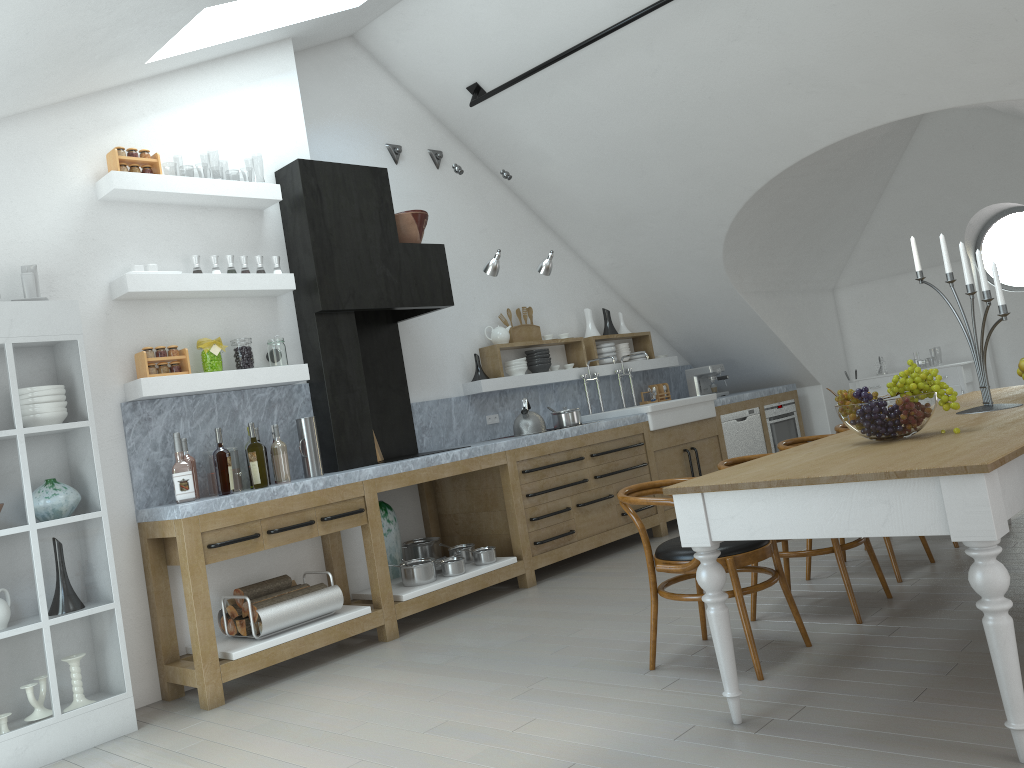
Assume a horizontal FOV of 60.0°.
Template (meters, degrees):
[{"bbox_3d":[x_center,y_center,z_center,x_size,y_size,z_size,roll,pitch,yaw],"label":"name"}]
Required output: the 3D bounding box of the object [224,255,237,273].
[{"bbox_3d":[-1.589,-0.666,5.008,0.063,0.124,0.068,-12,-4,37],"label":"object"}]

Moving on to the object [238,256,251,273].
[{"bbox_3d":[-1.534,-0.673,5.087,0.063,0.124,0.068,-12,-4,37],"label":"object"}]

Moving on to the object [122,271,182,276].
[{"bbox_3d":[-1.902,-0.572,4.692,0.113,0.025,0.295,-12,-3,44],"label":"object"}]

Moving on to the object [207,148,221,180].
[{"bbox_3d":[-1.675,-1.229,4.994,0.063,0.187,0.063,-10,-4,12],"label":"object"}]

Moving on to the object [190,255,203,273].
[{"bbox_3d":[-1.735,-0.646,4.876,0.063,0.124,0.068,-12,-4,37],"label":"object"}]

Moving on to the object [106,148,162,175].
[{"bbox_3d":[-2.015,-1.161,4.733,0.120,0.146,0.237,-12,-4,44],"label":"object"}]

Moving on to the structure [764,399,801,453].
[{"bbox_3d":[2.426,0.529,8.734,0.629,0.638,0.633,-12,-4,44],"label":"structure"}]

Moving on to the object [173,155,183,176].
[{"bbox_3d":[-1.858,-1.190,4.956,0.048,0.170,0.048,-7,-5,-38],"label":"object"}]

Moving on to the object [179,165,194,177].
[{"bbox_3d":[-1.800,-1.159,4.914,0.077,0.085,0.077,-9,-3,-14],"label":"object"}]

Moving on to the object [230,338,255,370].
[{"bbox_3d":[-1.513,-0.165,4.989,0.120,0.183,0.120,-8,-4,-31],"label":"object"}]

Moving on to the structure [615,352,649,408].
[{"bbox_3d":[1.130,-0.008,7.968,0.332,0.531,0.214,-11,-4,24],"label":"structure"}]

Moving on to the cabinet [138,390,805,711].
[{"bbox_3d":[0.399,0.916,6.804,1.000,1.024,6.439,-12,-3,44],"label":"cabinet"}]

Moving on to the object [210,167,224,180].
[{"bbox_3d":[-1.687,-1.182,5.077,0.081,0.105,0.081,-10,-3,12],"label":"object"}]

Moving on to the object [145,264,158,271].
[{"bbox_3d":[-1.907,-0.599,4.694,0.054,0.071,0.054,-12,-4,43],"label":"object"}]

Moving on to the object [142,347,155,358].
[{"bbox_3d":[-1.895,-0.157,4.619,0.059,0.075,0.058,-8,-3,-23],"label":"object"}]

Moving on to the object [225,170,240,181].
[{"bbox_3d":[-1.609,-1.184,5.115,0.077,0.085,0.077,-9,-3,-14],"label":"object"}]

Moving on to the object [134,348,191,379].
[{"bbox_3d":[-1.836,-0.102,4.665,0.120,0.146,0.237,-12,-4,44],"label":"object"}]

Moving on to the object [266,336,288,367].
[{"bbox_3d":[-1.367,-0.182,5.147,0.103,0.178,0.207,-8,-3,-24],"label":"object"}]

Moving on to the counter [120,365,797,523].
[{"bbox_3d":[0.297,0.104,6.925,0.958,0.621,6.586,-12,-3,44],"label":"counter"}]

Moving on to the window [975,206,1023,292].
[{"bbox_3d":[4.850,-1.282,8.436,0.897,0.901,0.060,-12,-5,43],"label":"window"}]

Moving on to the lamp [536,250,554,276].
[{"bbox_3d":[0.258,-0.886,6.562,0.168,0.177,0.112,-12,-4,36],"label":"lamp"}]

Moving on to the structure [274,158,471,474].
[{"bbox_3d":[-0.993,-0.422,5.859,0.778,1.888,1.077,-13,-5,44],"label":"structure"}]

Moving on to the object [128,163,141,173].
[{"bbox_3d":[-2.013,-1.137,4.731,0.059,0.075,0.058,-8,-3,-23],"label":"object"}]

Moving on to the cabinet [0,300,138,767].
[{"bbox_3d":[-2.205,0.641,3.968,0.360,1.993,0.643,-13,-5,43],"label":"cabinet"}]

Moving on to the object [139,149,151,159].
[{"bbox_3d":[-1.982,-1.228,4.785,0.059,0.075,0.058,-8,-3,-23],"label":"object"}]

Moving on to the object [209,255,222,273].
[{"bbox_3d":[-1.658,-0.656,4.957,0.063,0.124,0.068,-12,-4,37],"label":"object"}]

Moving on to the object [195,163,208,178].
[{"bbox_3d":[-1.727,-1.177,4.951,0.071,0.099,0.071,-10,-3,8],"label":"object"}]

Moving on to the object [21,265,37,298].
[{"bbox_3d":[-2.245,-0.459,4.119,0.054,0.196,0.054,-8,-4,-22],"label":"object"}]

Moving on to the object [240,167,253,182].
[{"bbox_3d":[-1.536,-1.202,5.152,0.071,0.099,0.071,-10,-3,8],"label":"object"}]

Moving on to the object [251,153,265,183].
[{"bbox_3d":[-1.484,-1.254,5.195,0.063,0.187,0.063,-10,-4,12],"label":"object"}]

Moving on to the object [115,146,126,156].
[{"bbox_3d":[-2.074,-1.216,4.688,0.059,0.075,0.058,-8,-3,-23],"label":"object"}]

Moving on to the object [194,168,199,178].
[{"bbox_3d":[-1.798,-1.160,5.006,0.094,0.094,0.093,-9,-3,-14],"label":"object"}]

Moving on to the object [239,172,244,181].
[{"bbox_3d":[-1.607,-1.185,5.207,0.094,0.094,0.093,-9,-3,-14],"label":"object"}]

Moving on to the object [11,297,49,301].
[{"bbox_3d":[-2.251,-0.365,4.164,0.151,0.025,0.294,-9,-2,-22],"label":"object"}]

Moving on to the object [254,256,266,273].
[{"bbox_3d":[-1.464,-0.683,5.148,0.063,0.124,0.068,-12,-4,37],"label":"object"}]

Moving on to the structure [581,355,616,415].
[{"bbox_3d":[0.795,0.036,7.615,0.332,0.531,0.214,-11,-4,24],"label":"structure"}]

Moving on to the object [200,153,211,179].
[{"bbox_3d":[-1.730,-1.214,5.023,0.054,0.179,0.054,-11,-4,20],"label":"object"}]

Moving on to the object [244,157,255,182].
[{"bbox_3d":[-1.539,-1.240,5.224,0.054,0.179,0.054,-11,-4,20],"label":"object"}]

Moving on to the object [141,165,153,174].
[{"bbox_3d":[-1.967,-1.143,4.780,0.059,0.075,0.058,-8,-3,-23],"label":"object"}]

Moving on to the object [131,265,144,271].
[{"bbox_3d":[-1.958,-0.587,4.641,0.057,0.061,0.058,-12,-4,43],"label":"object"}]

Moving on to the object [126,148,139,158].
[{"bbox_3d":[-2.028,-1.222,4.737,0.059,0.075,0.058,-8,-3,-23],"label":"object"}]

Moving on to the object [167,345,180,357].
[{"bbox_3d":[-1.803,-0.169,4.717,0.059,0.075,0.058,-8,-3,-23],"label":"object"}]

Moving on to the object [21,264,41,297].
[{"bbox_3d":[-2.284,-0.456,4.219,0.071,0.211,0.072,-8,-4,-23],"label":"object"}]

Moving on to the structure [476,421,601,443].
[{"bbox_3d":[0.215,0.378,6.676,0.645,0.041,0.738,-11,-3,44],"label":"structure"}]

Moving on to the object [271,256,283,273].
[{"bbox_3d":[-1.388,-0.693,5.229,0.063,0.124,0.068,-12,-4,37],"label":"object"}]

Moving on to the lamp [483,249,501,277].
[{"bbox_3d":[-0.140,-0.829,6.146,0.116,0.178,0.164,-8,-3,-28],"label":"lamp"}]

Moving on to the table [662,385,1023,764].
[{"bbox_3d":[2.077,0.518,3.808,1.015,0.800,3.354,-12,-3,44],"label":"table"}]

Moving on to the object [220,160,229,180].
[{"bbox_3d":[-1.668,-1.215,5.157,0.048,0.170,0.048,-7,-5,-38],"label":"object"}]

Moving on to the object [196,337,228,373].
[{"bbox_3d":[-1.650,-0.154,4.844,0.127,0.199,0.163,-12,-4,38],"label":"object"}]

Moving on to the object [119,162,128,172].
[{"bbox_3d":[-2.059,-1.131,4.683,0.059,0.075,0.058,-8,-3,-23],"label":"object"}]

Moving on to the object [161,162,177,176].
[{"bbox_3d":[-1.878,-1.157,4.876,0.081,0.105,0.081,-10,-3,12],"label":"object"}]

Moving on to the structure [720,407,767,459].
[{"bbox_3d":[1.920,0.692,8.183,0.596,0.824,0.725,-13,-4,44],"label":"structure"}]

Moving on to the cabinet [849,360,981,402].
[{"bbox_3d":[3.920,0.260,8.550,1.131,0.790,0.497,-12,-4,44],"label":"cabinet"}]

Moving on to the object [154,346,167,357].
[{"bbox_3d":[-1.849,-0.163,4.668,0.059,0.075,0.058,-8,-3,-23],"label":"object"}]

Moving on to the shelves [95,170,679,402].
[{"bbox_3d":[-0.342,-0.609,6.760,0.478,1.364,5.558,-12,-3,38],"label":"shelves"}]
